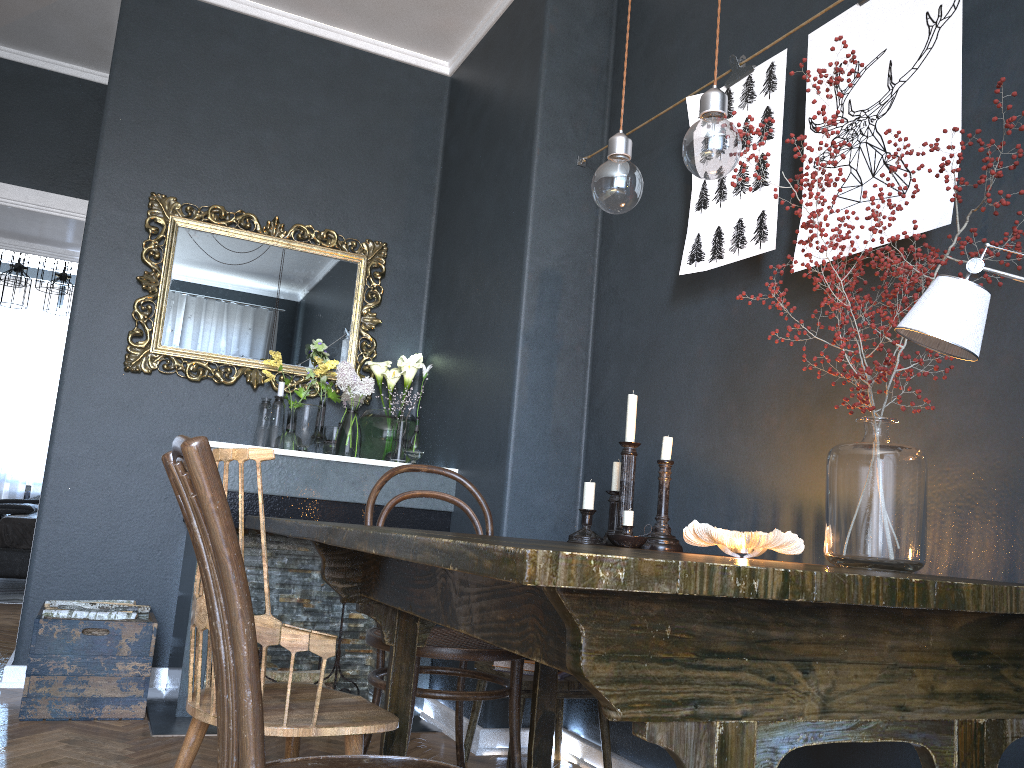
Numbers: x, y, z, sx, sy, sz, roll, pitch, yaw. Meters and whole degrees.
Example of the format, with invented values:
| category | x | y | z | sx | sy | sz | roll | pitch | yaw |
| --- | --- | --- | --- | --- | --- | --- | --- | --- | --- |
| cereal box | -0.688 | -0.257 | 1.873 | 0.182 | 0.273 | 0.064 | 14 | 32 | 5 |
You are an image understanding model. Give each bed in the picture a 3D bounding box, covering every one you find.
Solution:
| category | x | y | z | sx | sy | sz | roll | pitch | yaw |
| --- | --- | --- | --- | --- | --- | --- | --- | --- | --- |
| bed | -2.977 | 1.114 | 7.195 | 2.377 | 1.159 | 2.269 | 9 | -10 | -24 |

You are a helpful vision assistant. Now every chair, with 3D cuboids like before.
| category | x | y | z | sx | sy | sz | roll | pitch | yaw |
| --- | --- | --- | --- | --- | --- | --- | --- | --- | --- |
| chair | -0.454 | 0.567 | 1.714 | 0.384 | 0.854 | 0.456 | 12 | -11 | -38 |
| chair | -0.187 | 0.670 | 2.411 | 0.438 | 0.918 | 0.550 | 8 | -9 | -21 |
| chair | -0.232 | 0.497 | 1.099 | 0.467 | 0.818 | 0.363 | 9 | -10 | -24 |

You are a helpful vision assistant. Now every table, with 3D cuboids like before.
| category | x | y | z | sx | sy | sz | roll | pitch | yaw |
| --- | --- | --- | --- | --- | --- | --- | --- | --- | --- |
| table | 0.156 | 0.668 | 1.637 | 1.127 | 0.726 | 1.607 | 9 | -10 | -24 |
| table | 0.084 | 1.063 | 2.780 | 0.364 | 0.317 | 0.370 | 9 | -10 | -24 |

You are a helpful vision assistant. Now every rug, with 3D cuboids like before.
| category | x | y | z | sx | sy | sz | roll | pitch | yaw |
| --- | --- | --- | --- | --- | --- | --- | --- | --- | --- |
| rug | -3.477 | 1.606 | 6.872 | 1.459 | 0.013 | 2.048 | 9 | -10 | -24 |

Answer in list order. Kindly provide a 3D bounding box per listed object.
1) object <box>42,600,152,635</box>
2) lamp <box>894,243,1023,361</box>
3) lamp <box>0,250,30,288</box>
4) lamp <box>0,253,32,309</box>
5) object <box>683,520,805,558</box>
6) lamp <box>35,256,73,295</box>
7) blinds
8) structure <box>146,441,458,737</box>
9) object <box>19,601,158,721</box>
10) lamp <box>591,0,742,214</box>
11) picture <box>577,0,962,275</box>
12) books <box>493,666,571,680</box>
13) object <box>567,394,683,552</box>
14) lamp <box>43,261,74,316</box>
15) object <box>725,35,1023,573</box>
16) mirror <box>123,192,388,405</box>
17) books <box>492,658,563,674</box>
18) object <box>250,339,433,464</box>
| category | x | y | z | sx | sy | sz | roll | pitch | yaw |
| --- | --- | --- | --- | --- | --- | --- | --- | --- | --- |
| object | -1.516 | 0.917 | 3.230 | 0.370 | 0.246 | 0.534 | 9 | -10 | -23 |
| lamp | 0.874 | 0.326 | 1.027 | 0.800 | 1.067 | 0.242 | 2 | -9 | 20 |
| lamp | -3.827 | -1.117 | 6.845 | 0.210 | 0.712 | 0.210 | 6 | -9 | -10 |
| lamp | -3.991 | -1.022 | 7.190 | 0.210 | 0.802 | 0.210 | 6 | -9 | -10 |
| object | 0.500 | 0.341 | 1.924 | 0.252 | 0.072 | 0.254 | 8 | -10 | -17 |
| lamp | -3.422 | -1.073 | 6.705 | 0.210 | 0.768 | 0.210 | 6 | -9 | -10 |
| blinds | -4.520 | 0.392 | 8.637 | 3.996 | 2.782 | 0.313 | 9 | -10 | -24 |
| structure | -0.803 | 0.777 | 3.486 | 1.066 | 0.978 | 0.835 | 9 | -10 | -24 |
| object | -1.526 | 0.991 | 3.217 | 0.383 | 0.325 | 0.553 | 9 | -10 | -24 |
| lamp | -0.298 | -1.216 | 1.843 | 1.590 | 1.570 | 0.584 | 4 | -9 | 7 |
| picture | 1.157 | -0.746 | 1.308 | 0.058 | 0.769 | 4.464 | 9 | -10 | -24 |
| books | 0.094 | 0.903 | 2.821 | 0.219 | 0.013 | 0.273 | 1 | -10 | 22 |
| object | 0.301 | 0.223 | 2.359 | 0.223 | 0.418 | 0.369 | 9 | -10 | -23 |
| lamp | -3.836 | -0.970 | 7.597 | 0.210 | 0.745 | 0.210 | 6 | -9 | -10 |
| object | 0.727 | -0.106 | 1.741 | 0.557 | 0.928 | 0.640 | -2 | -11 | 36 |
| mirror | -1.085 | -0.359 | 3.892 | 1.057 | 0.782 | 0.067 | 9 | -10 | -24 |
| books | 0.078 | 0.882 | 2.818 | 0.207 | 0.024 | 0.263 | 2 | -10 | 19 |
| object | -0.704 | 0.061 | 3.791 | 0.727 | 0.545 | 0.475 | 8 | -10 | -21 |
